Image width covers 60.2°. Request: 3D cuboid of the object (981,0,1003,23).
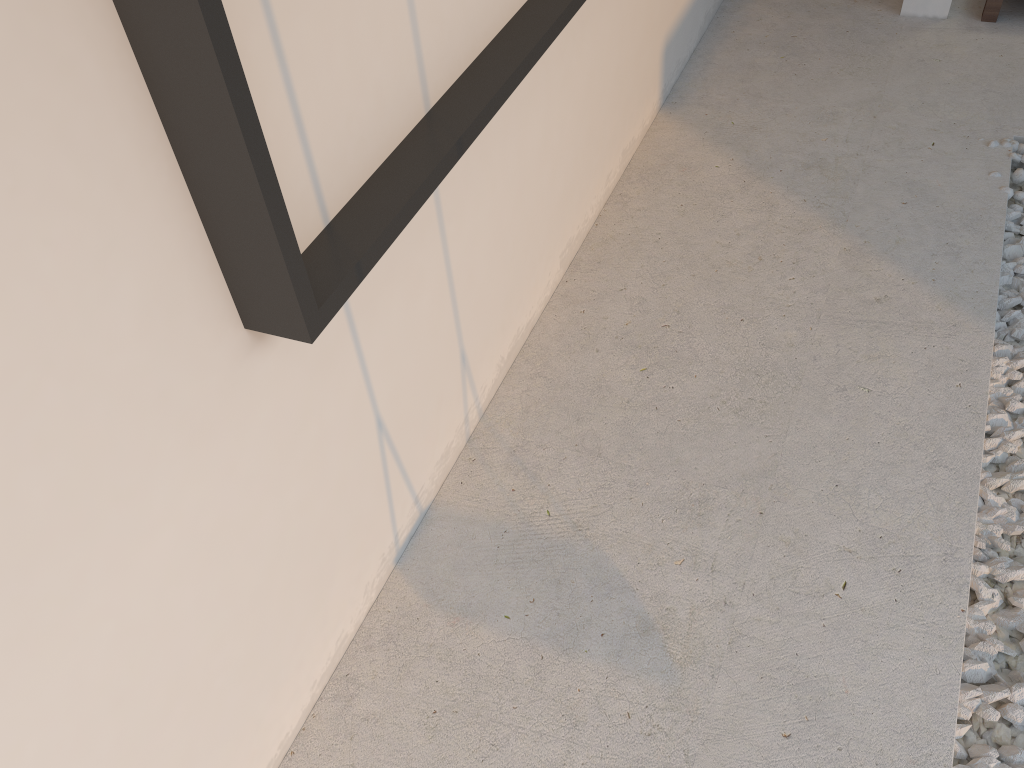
[{"bbox_3d":[2.075,-1.385,3.137,0.698,0.106,0.336,13,50,18],"label":"object"}]
